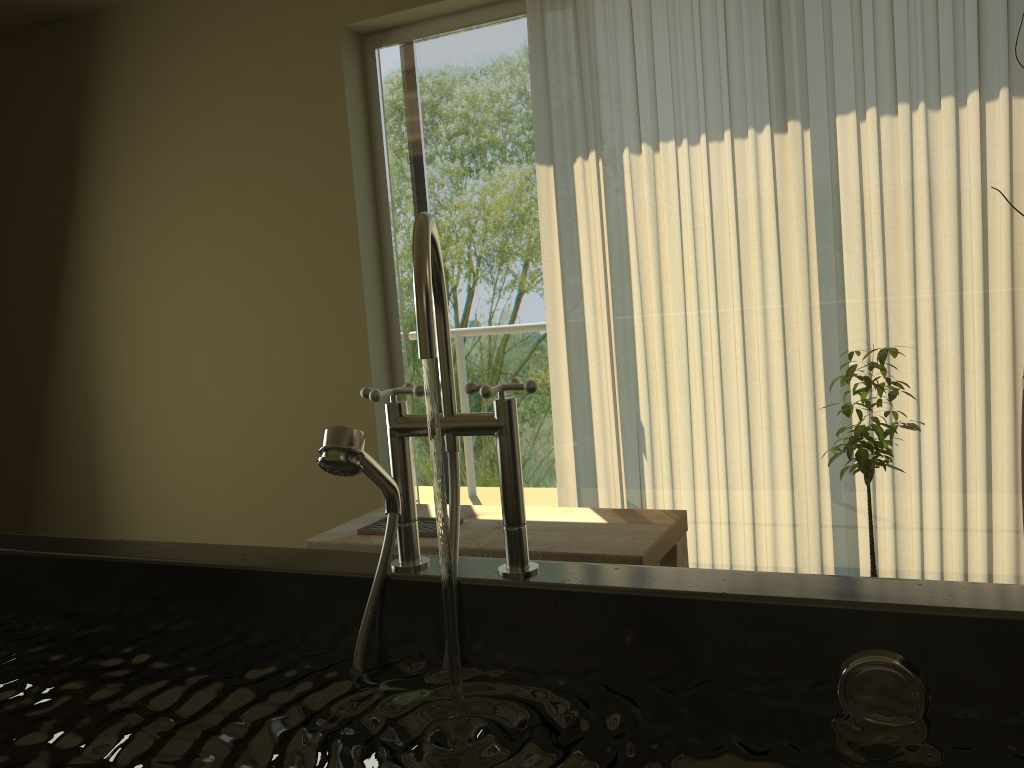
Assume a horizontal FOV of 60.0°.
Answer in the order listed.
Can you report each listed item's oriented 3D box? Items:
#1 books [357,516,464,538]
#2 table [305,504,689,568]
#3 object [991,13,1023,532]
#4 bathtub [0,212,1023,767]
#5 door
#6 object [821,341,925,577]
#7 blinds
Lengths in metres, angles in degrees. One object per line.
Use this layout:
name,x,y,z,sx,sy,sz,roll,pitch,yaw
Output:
books,-0.330,0.464,2.888,0.294,0.014,0.182,-2,5,25
table,-0.033,0.651,2.852,1.124,0.400,0.514,-2,5,25
object,1.370,-0.295,2.210,0.463,2.178,0.468,-6,4,-15
bathtub,-0.200,0.419,0.729,2.131,1.161,1.069,-2,5,25
door,-0.085,-0.374,3.735,1.037,2.331,0.063,-3,4,24
object,0.981,0.342,2.397,0.267,0.928,0.242,-7,5,-27
blinds,0.946,-0.555,3.002,1.943,2.577,0.064,-3,5,24
